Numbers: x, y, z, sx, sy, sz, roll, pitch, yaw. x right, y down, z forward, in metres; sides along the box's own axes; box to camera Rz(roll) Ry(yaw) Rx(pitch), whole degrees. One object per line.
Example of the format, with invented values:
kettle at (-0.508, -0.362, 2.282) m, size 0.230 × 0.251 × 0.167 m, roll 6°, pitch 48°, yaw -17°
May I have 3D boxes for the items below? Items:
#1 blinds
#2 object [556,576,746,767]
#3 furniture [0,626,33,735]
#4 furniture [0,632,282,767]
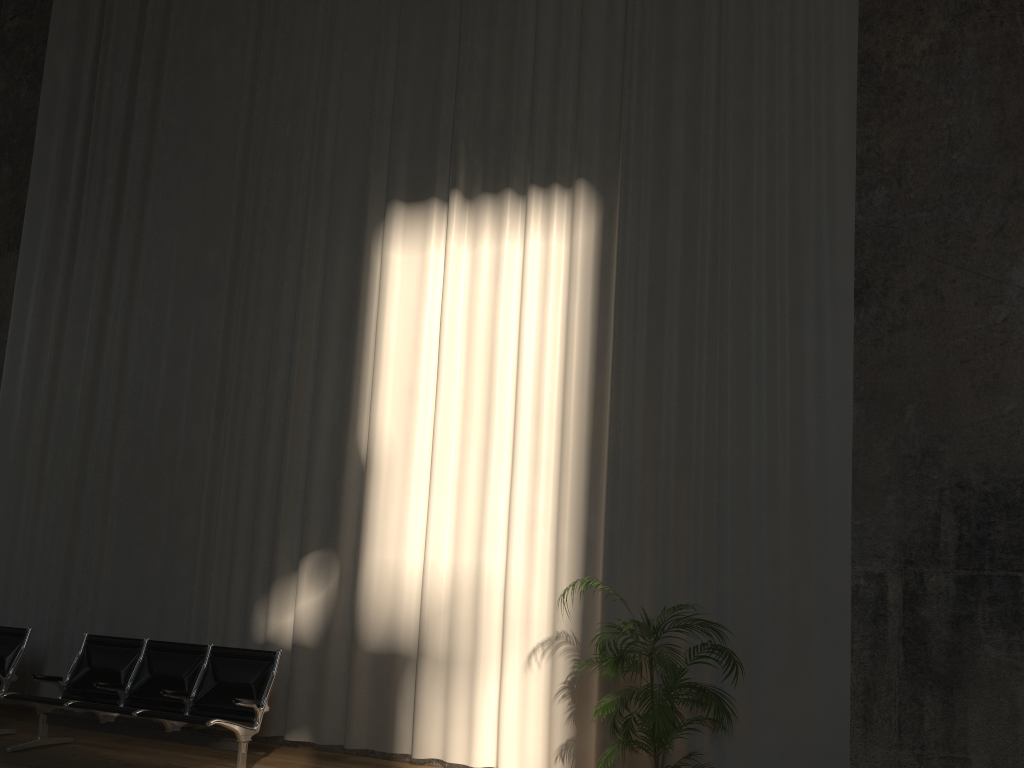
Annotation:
blinds at (-1.305, -1.408, 7.311) m, size 7.823 × 8.500 × 0.279 m, roll -1°, pitch -7°, yaw 22°
object at (0.815, 1.906, 5.260) m, size 1.128 × 1.431 × 1.114 m, roll 1°, pitch -9°, yaw 12°
furniture at (-4.850, 2.307, 7.027) m, size 1.869 × 0.828 × 0.723 m, roll -2°, pitch -11°, yaw 21°
furniture at (-2.622, 2.229, 6.167) m, size 1.869 × 0.828 × 0.723 m, roll -2°, pitch -11°, yaw 21°
